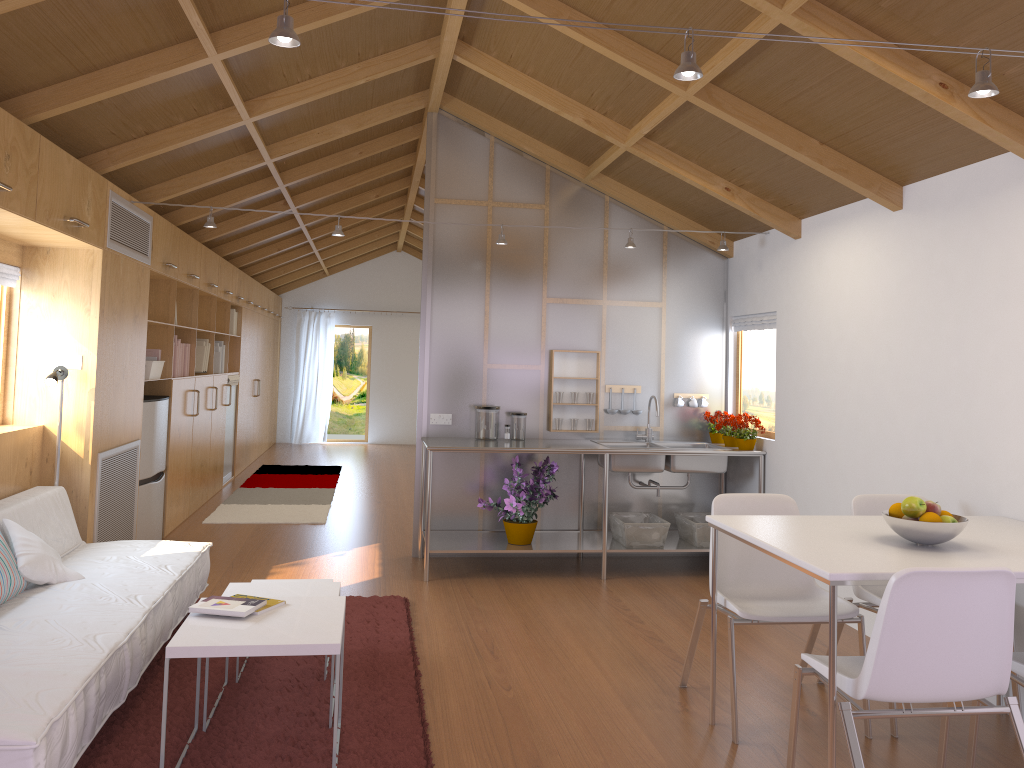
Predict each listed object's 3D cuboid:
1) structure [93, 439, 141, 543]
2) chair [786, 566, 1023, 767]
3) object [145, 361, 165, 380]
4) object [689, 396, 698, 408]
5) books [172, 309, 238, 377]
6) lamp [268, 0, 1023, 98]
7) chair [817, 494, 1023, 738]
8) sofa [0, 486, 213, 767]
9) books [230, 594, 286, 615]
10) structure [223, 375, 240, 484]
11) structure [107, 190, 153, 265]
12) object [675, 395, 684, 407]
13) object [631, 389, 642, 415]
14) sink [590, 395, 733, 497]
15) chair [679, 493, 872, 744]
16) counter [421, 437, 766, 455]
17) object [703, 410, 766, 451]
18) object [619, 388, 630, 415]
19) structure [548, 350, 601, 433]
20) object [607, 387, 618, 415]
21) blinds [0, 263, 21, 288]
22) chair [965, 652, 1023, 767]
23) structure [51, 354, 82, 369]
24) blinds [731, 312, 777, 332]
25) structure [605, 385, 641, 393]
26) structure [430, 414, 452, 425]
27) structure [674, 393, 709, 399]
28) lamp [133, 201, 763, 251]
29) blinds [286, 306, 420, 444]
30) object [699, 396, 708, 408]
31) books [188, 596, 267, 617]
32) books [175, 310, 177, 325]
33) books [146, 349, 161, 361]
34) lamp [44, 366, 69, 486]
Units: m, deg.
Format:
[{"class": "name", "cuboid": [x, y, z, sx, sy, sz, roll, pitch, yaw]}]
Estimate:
[{"class": "structure", "cuboid": [-2.215, 0.709, 4.964, 0.013, 0.724, 0.818, 2, -1, -9]}, {"class": "chair", "cuboid": [1.126, 0.865, 2.462, 0.531, 0.789, 0.545, 2, -2, -9]}, {"class": "object", "cuboid": [-2.430, -0.094, 5.819, 0.203, 0.123, 0.349, 2, 1, -9]}, {"class": "object", "cuboid": [1.245, 0.123, 6.081, 0.059, 0.081, 0.062, 2, -2, -2]}, {"class": "books", "cuboid": [-2.736, -0.418, 7.784, 0.189, 0.660, 3.104, 2, 1, -9]}, {"class": "lamp", "cuboid": [0.233, -0.839, 2.149, 3.826, 0.153, 0.072, 1, -2, -9]}, {"class": "chair", "cuboid": [1.572, 0.855, 3.450, 0.531, 0.789, 0.545, 2, -2, -9]}, {"class": "sofa", "cuboid": [-1.728, 0.844, 3.197, 0.862, 0.630, 2.351, 2, 1, -9]}, {"class": "books", "cuboid": [-0.876, 0.732, 2.929, 0.193, 0.016, 0.152, 2, 1, 21]}, {"class": "structure", "cuboid": [-2.969, 0.439, 8.908, 0.315, 1.083, 0.723, 2, -2, -9]}, {"class": "structure", "cuboid": [-2.166, -0.872, 5.027, 0.013, 0.301, 0.901, 2, 1, -9]}, {"class": "object", "cuboid": [1.152, 0.119, 6.071, 0.059, 0.080, 0.062, 2, -2, -9]}, {"class": "object", "cuboid": [0.849, 0.121, 6.002, 0.074, 0.183, 0.074, 1, -3, 23]}, {"class": "sink", "cuboid": [0.951, 0.399, 5.756, 0.809, 0.643, 0.562, 2, -1, -9]}, {"class": "chair", "cuboid": [0.985, 0.840, 3.358, 0.531, 0.789, 0.545, 2, -2, -9]}, {"class": "counter", "cuboid": [0.493, 0.394, 5.658, 2.108, 0.021, 0.649, 1, 1, -9]}, {"class": "object", "cuboid": [1.441, 0.297, 5.794, 0.233, 0.236, 0.687, 2, 1, -8]}, {"class": "object", "cuboid": [0.764, 0.119, 5.989, 0.074, 0.183, 0.074, 1, -3, 23]}, {"class": "structure", "cuboid": [0.421, 0.048, 5.948, 0.328, 0.547, 0.076, 2, -3, -9]}, {"class": "object", "cuboid": [0.680, 0.116, 5.976, 0.074, 0.183, 0.074, 1, -3, 23]}, {"class": "blinds", "cuboid": [-2.372, -0.514, 3.719, 0.047, 0.111, 1.495, 2, 1, -9]}, {"class": "chair", "cuboid": [1.713, 0.880, 2.553, 0.531, 0.789, 0.545, 2, -2, -9]}, {"class": "structure", "cuboid": [-2.253, -0.112, 4.474, 0.142, 0.071, 0.011, 2, -3, -9]}, {"class": "blinds", "cuboid": [1.595, -0.405, 5.796, 0.047, 0.111, 0.723, 2, 1, -9]}, {"class": "structure", "cuboid": [0.761, 0.035, 6.033, 0.250, 0.051, 0.016, 1, -3, -9]}, {"class": "structure", "cuboid": [-0.468, 0.232, 5.834, 0.142, 0.071, 0.011, 2, -3, -9]}, {"class": "structure", "cuboid": [1.243, 0.083, 6.093, 0.250, 0.032, 0.041, 1, 0, -9]}, {"class": "lamp", "cuboid": [-0.263, -0.926, 5.298, 3.826, 0.153, 0.072, 1, -2, -9]}, {"class": "blinds", "cuboid": [-2.029, -0.109, 13.426, 2.846, 2.045, 0.232, 2, -3, -10]}, {"class": "object", "cuboid": [1.322, 0.123, 6.098, 0.059, 0.080, 0.062, 2, -2, -9]}, {"class": "books", "cuboid": [-0.916, 0.716, 2.854, 0.193, 0.016, 0.152, 2, 1, 11]}, {"class": "books", "cuboid": [-2.510, -0.571, 6.358, 0.175, 0.298, 0.279, 2, -1, -9]}, {"class": "books", "cuboid": [-2.451, -0.139, 5.943, 0.150, 0.193, 0.088, 2, -2, -9]}, {"class": "lamp", "cuboid": [-2.219, 0.510, 4.312, 0.182, 1.202, 0.254, 4, -4, -33]}]
